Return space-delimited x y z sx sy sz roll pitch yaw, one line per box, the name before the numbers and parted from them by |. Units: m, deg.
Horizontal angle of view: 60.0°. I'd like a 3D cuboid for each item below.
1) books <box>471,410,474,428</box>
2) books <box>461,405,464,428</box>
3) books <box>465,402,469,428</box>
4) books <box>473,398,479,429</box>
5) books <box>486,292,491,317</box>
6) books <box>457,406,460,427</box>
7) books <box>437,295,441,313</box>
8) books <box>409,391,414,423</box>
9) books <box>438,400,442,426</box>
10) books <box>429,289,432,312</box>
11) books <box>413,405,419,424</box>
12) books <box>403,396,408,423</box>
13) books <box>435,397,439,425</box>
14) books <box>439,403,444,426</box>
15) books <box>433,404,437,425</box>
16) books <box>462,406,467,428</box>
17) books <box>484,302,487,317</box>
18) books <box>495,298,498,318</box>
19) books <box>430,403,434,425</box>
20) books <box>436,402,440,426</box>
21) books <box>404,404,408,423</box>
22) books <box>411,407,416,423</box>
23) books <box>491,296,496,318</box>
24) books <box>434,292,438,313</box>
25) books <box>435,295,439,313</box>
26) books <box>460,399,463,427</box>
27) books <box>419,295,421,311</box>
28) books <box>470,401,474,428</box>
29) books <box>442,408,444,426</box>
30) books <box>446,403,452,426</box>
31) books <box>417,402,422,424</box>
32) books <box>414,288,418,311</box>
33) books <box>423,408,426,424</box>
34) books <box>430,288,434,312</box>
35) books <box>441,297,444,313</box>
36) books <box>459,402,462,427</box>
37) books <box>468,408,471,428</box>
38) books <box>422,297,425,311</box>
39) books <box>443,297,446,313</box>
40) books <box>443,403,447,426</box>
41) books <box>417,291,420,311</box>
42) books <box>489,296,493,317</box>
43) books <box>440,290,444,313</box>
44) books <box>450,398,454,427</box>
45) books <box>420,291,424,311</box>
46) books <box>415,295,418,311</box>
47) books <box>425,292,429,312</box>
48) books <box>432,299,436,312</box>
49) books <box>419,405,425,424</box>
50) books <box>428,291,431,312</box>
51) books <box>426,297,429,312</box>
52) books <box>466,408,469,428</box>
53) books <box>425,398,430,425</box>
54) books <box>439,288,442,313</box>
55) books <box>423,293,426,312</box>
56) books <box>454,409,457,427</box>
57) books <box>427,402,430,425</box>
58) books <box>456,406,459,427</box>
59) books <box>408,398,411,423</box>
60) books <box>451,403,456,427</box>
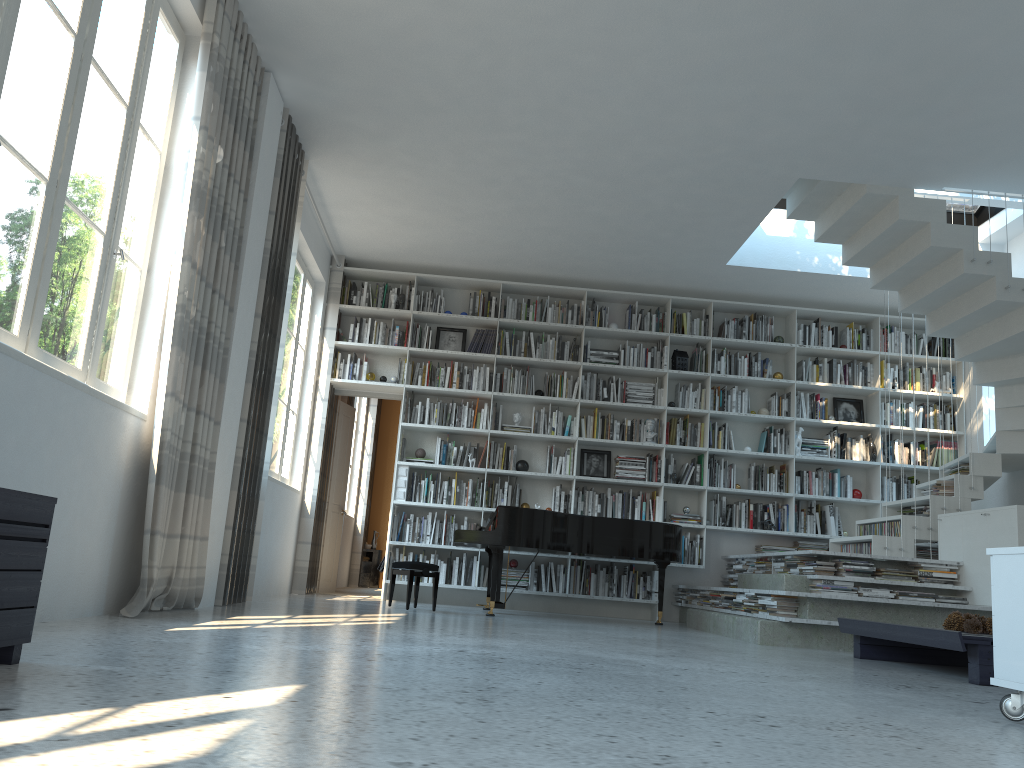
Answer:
books | -0.383 0.365 8.613 0.013 0.203 0.162 5 -12 -2
books | -0.483 0.335 8.625 0.011 0.251 0.139 5 -12 -2
books | -0.441 0.323 8.610 0.015 0.274 0.157 5 -12 -2
books | -0.354 0.308 8.627 0.035 0.325 0.170 5 -12 -2
books | -0.237 -0.752 8.834 0.025 0.296 0.164 5 -12 -2
books | -0.518 0.343 8.616 0.013 0.227 0.152 5 -12 -2
books | -0.729 -0.753 8.809 0.021 0.213 0.173 5 -12 -2
books | -0.971 0.247 8.587 0.012 0.333 0.185 5 -12 -2
books | -0.700 0.306 8.614 0.011 0.270 0.158 5 -12 -2
books | -0.807 -0.786 8.819 0.007 0.271 0.155 5 -12 -2
books | -0.929 0.317 8.600 0.042 0.208 0.143 5 -12 -2
books | -1.036 0.272 8.608 0.012 0.284 0.160 5 -12 -2
books | -0.730 0.291 8.606 0.011 0.292 0.184 5 -12 -2
books | -0.683 0.321 8.595 0.024 0.237 0.167 5 -12 -2
books | -0.745 0.321 8.601 0.014 0.229 0.148 5 -12 -2
books | -0.465 0.343 8.634 0.028 0.242 0.132 5 -12 -2
books | -0.267 -0.700 8.833 0.027 0.190 0.178 5 -12 -2
books | -0.155 -0.717 8.857 0.039 0.251 0.147 5 -12 -2
books | -0.778 0.316 8.620 0.049 0.242 0.139 5 -12 -2
books | -0.716 0.313 8.594 0.021 0.247 0.189 5 -12 -2
books | -1.019 0.308 8.592 0.026 0.209 0.155 5 -12 -2
books | -0.953 0.324 8.579 0.037 0.181 0.189 5 -12 -2
books | -0.189 -0.725 8.842 0.031 0.254 0.178 5 -12 -2
books | -0.758 -0.771 8.828 0.013 0.252 0.129 5 -12 -2
books | -0.746 -0.756 8.815 0.013 0.219 0.181 5 -12 -2
books | -0.492 0.310 8.635 0.011 0.303 0.130 5 -12 -2
books | -0.917 -0.763 8.819 0.032 0.209 0.158 5 -12 -2
books | -0.394 0.323 8.636 0.015 0.292 0.144 5 -12 -2
books | -0.669 0.344 8.618 0.010 0.203 0.139 5 -12 -2
books | -0.615 0.323 8.625 0.048 0.256 0.142 5 -12 -2
books | -0.895 0.304 8.588 0.022 0.235 0.177 5 -12 -2
books | -0.957 -0.803 8.828 0.007 0.284 0.160 5 -12 -2
books | -0.849 0.338 8.619 0.021 0.187 0.129 5 -12 -2
books | -0.795 -0.792 8.805 0.015 0.279 0.191 5 -12 -2
books | -0.691 -0.741 8.823 0.014 0.201 0.171 5 -12 -2
books | -0.504 0.321 8.616 0.012 0.271 0.145 5 -12 -2
books | -0.414 0.356 8.624 0.021 0.220 0.149 5 -12 -2
books | -0.881 -0.751 8.825 0.017 0.193 0.129 5 -12 -2
books | -0.678 -0.741 8.834 0.013 0.209 0.137 5 -12 -2
books | -0.650 0.323 8.605 0.023 0.242 0.185 5 -12 -2
books | -0.935 -0.788 8.824 0.007 0.258 0.157 5 -12 -2
books | -0.216 -0.727 8.854 0.022 0.260 0.152 5 -12 -2
books | -0.703 -0.783 8.849 0.015 0.292 0.131 5 -12 -2
books | -0.583 0.300 8.613 0.013 0.299 0.152 5 -12 -2
books | -0.893 -0.782 8.817 0.012 0.248 0.180 5 -12 -2
books | -0.948 -0.764 8.812 0.017 0.203 0.142 5 -12 -2
books | -0.849 -0.775 8.820 0.016 0.242 0.156 5 -12 -2
books | -0.779 -0.740 8.814 0.026 0.182 0.162 5 -12 -2
books | -0.871 0.319 8.576 0.028 0.203 0.188 5 -12 -2
books | -0.819 -0.782 8.819 0.016 0.260 0.154 5 -12 -2
books | -0.837 -0.747 8.824 0.014 0.192 0.146 5 -12 -2
books | -0.431 0.355 8.619 0.012 0.217 0.160 5 -12 -2
books | -0.822 0.290 8.607 0.023 0.280 0.174 5 -12 -2
books | -0.712 -0.790 8.838 0.007 0.300 0.146 5 -12 -2
books | -0.864 -0.768 8.813 0.013 0.224 0.177 5 -12 -2
books | -0.549 0.352 8.615 0.021 0.204 0.130 5 -12 -2
books | -0.806 0.307 8.596 0.011 0.245 0.176 5 -12 -2
books | -0.531 0.339 8.604 0.013 0.228 0.177 5 -12 -2
books | -0.993 0.279 8.582 0.027 0.265 0.176 5 -12 -2
books | -0.568 0.325 8.619 0.021 0.256 0.156 5 -12 -2
